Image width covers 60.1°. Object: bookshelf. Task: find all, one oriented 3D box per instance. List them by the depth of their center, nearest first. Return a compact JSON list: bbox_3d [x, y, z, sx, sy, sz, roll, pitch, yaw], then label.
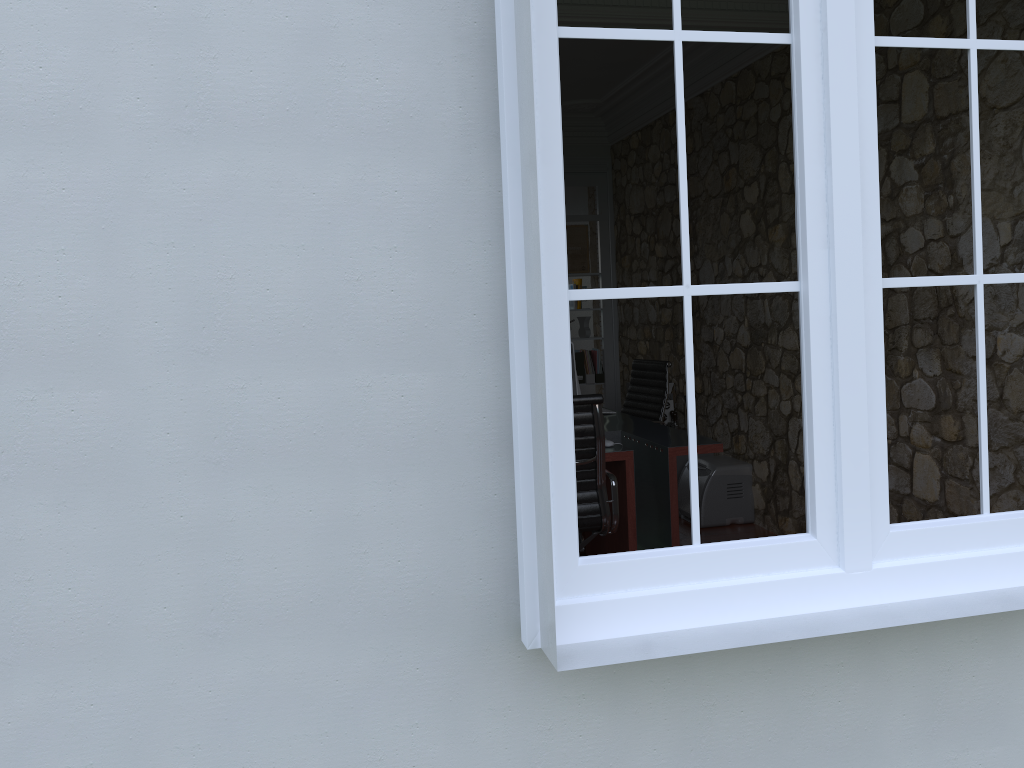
[{"bbox_3d":[1.025,0.569,6.519,0.436,0.459,1.197,-3,4,-12],"label":"bookshelf"}]

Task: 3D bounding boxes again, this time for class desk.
[{"bbox_3d":[0.072,0.582,5.135,1.301,0.726,2.513,-3,5,-12],"label":"desk"}]

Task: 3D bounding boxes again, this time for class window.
[{"bbox_3d":[0.720,-0.496,2.011,1.528,1.982,0.127,-3,2,-13],"label":"window"}]

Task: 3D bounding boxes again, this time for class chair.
[{"bbox_3d":[0.101,0.543,3.858,0.665,1.021,0.700,-3,3,-8],"label":"chair"},{"bbox_3d":[0.675,0.374,5.623,0.699,1.021,0.666,-3,3,-17],"label":"chair"}]

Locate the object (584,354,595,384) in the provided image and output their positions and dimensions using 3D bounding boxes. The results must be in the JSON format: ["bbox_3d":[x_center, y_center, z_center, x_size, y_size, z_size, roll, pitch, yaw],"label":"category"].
[{"bbox_3d":[0.668,-0.151,7.839,0.078,0.277,0.239,-3,3,-6],"label":"object"}]

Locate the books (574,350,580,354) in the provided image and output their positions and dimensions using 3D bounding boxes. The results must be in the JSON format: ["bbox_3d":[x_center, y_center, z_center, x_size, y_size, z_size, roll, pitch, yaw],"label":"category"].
[{"bbox_3d":[0.568,-0.157,7.839,0.039,0.288,0.194,-3,2,-7],"label":"books"}]

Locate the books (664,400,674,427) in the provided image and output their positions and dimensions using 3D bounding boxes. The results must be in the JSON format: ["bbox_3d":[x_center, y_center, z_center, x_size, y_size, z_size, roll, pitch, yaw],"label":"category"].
[{"bbox_3d":[1.051,0.239,6.261,0.197,0.239,0.058,-3,2,-13],"label":"books"}]

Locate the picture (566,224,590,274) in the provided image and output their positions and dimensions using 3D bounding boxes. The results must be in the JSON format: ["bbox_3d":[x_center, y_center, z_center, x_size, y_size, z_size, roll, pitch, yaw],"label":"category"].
[{"bbox_3d":[0.525,-1.186,7.806,0.326,0.434,0.009,-3,2,-13],"label":"picture"}]

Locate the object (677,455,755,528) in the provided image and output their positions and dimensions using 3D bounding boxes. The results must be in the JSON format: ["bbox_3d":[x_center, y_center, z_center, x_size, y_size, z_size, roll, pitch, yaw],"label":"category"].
[{"bbox_3d":[1.274,0.667,5.625,0.363,0.386,0.401,-3,3,-12],"label":"object"}]

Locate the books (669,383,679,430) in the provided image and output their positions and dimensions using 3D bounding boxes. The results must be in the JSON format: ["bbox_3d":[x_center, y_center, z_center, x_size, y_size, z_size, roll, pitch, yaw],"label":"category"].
[{"bbox_3d":[1.052,0.176,6.330,0.272,0.354,0.063,-3,2,-13],"label":"books"}]

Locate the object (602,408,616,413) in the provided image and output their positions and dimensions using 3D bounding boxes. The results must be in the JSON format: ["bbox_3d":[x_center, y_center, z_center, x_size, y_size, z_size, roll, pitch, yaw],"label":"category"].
[{"bbox_3d":[0.525,0.157,5.524,0.118,0.017,0.440,-3,5,-12],"label":"object"}]

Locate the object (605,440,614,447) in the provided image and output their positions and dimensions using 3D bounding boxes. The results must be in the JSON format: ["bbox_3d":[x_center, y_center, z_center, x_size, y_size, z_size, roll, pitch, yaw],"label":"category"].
[{"bbox_3d":[0.426,0.273,4.101,0.059,0.028,0.106,-6,6,-43],"label":"object"}]

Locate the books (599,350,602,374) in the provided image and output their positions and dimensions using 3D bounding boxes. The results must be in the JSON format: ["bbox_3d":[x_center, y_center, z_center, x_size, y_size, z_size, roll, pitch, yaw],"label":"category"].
[{"bbox_3d":[0.773,-0.165,7.894,0.023,0.282,0.194,-3,3,-8],"label":"books"}]

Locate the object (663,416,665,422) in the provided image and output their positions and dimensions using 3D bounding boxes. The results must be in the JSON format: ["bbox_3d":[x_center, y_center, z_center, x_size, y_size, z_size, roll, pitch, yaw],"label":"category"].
[{"bbox_3d":[1.045,0.293,6.131,0.048,0.152,0.088,-3,2,-17],"label":"object"}]

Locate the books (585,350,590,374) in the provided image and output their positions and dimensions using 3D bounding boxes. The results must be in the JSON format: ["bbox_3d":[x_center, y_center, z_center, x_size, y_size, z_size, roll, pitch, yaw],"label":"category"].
[{"bbox_3d":[0.662,-0.161,7.856,0.045,0.286,0.194,-3,2,-6],"label":"books"}]

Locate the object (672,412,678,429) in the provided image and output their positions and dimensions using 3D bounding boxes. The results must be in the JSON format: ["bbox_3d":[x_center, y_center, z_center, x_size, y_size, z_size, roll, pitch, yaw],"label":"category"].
[{"bbox_3d":[1.125,0.281,6.100,0.048,0.175,0.088,-2,2,-1],"label":"object"}]

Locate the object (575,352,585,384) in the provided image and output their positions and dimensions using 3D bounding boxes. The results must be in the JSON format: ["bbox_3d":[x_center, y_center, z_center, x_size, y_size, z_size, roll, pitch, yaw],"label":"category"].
[{"bbox_3d":[0.579,-0.149,7.856,0.078,0.277,0.246,-3,3,-7],"label":"object"}]

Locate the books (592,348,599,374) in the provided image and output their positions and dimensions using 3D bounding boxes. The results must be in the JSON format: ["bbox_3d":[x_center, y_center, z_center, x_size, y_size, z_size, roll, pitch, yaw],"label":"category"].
[{"bbox_3d":[0.745,-0.170,7.897,0.030,0.290,0.180,-3,2,-8],"label":"books"}]

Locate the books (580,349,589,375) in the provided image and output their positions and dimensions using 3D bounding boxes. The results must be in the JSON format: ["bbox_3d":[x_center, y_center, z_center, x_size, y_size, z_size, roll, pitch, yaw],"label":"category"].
[{"bbox_3d":[0.649,-0.166,7.860,0.045,0.282,0.180,-3,2,-6],"label":"books"}]

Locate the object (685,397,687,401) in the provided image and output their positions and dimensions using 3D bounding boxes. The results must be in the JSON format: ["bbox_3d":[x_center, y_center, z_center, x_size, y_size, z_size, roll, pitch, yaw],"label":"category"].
[{"bbox_3d":[1.194,0.233,5.957,0.095,0.288,0.095,-3,2,-17],"label":"object"}]

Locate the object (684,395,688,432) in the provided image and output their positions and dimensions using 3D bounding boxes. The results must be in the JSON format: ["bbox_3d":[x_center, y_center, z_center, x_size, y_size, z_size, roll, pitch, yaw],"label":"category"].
[{"bbox_3d":[1.202,0.224,6.066,0.095,0.288,0.095,-1,2,37],"label":"object"}]

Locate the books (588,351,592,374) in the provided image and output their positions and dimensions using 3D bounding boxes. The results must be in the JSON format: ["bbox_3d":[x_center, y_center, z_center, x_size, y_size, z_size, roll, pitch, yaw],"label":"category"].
[{"bbox_3d":[0.681,-0.156,7.857,0.045,0.286,0.194,-3,2,-6],"label":"books"}]

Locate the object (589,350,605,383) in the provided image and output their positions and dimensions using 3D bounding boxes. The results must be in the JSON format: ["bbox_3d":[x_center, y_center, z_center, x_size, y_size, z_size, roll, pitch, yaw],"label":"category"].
[{"bbox_3d":[0.752,-0.157,7.873,0.078,0.277,0.239,-3,3,-8],"label":"object"}]

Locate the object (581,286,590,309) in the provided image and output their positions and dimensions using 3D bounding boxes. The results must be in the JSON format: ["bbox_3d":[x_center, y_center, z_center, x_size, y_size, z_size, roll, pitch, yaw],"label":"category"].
[{"bbox_3d":[0.636,-0.794,7.884,0.078,0.249,0.115,-3,2,-13],"label":"object"}]

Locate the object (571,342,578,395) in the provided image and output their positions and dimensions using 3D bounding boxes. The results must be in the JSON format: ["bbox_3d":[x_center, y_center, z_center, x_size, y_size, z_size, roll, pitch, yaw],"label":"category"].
[{"bbox_3d":[0.072,0.048,4.253,0.484,0.484,0.190,-3,2,-13],"label":"object"}]

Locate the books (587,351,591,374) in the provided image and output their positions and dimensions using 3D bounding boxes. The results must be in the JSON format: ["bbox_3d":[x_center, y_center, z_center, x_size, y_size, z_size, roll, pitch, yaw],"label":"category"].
[{"bbox_3d":[0.672,-0.158,7.855,0.043,0.280,0.194,-3,3,-6],"label":"books"}]

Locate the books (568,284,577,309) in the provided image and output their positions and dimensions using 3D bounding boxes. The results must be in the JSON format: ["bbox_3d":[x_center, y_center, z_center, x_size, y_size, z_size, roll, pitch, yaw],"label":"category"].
[{"bbox_3d":[0.536,-0.774,7.854,0.026,0.223,0.161,-3,3,-12],"label":"books"}]

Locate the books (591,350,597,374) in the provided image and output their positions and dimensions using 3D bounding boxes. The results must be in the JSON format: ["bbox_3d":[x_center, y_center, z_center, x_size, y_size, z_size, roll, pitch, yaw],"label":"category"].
[{"bbox_3d":[0.728,-0.160,7.886,0.024,0.277,0.194,-3,3,-8],"label":"books"}]

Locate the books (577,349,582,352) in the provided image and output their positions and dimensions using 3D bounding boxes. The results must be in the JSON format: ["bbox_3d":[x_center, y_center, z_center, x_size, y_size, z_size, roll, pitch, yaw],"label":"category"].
[{"bbox_3d":[0.604,-0.158,7.844,0.009,0.288,0.194,-3,2,-7],"label":"books"}]

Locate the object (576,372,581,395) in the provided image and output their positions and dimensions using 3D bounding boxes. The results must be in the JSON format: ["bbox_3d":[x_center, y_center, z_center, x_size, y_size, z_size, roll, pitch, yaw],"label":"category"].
[{"bbox_3d":[0.293,-0.064,5.495,0.190,0.484,0.484,-3,3,-12],"label":"object"}]

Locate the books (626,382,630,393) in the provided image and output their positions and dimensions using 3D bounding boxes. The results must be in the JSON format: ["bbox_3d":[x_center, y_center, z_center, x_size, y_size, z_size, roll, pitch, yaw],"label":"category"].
[{"bbox_3d":[0.989,0.159,6.577,0.259,0.350,0.065,-3,2,-13],"label":"books"}]

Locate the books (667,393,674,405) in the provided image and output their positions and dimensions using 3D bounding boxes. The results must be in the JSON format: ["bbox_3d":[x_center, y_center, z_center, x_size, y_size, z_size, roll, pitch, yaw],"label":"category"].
[{"bbox_3d":[1.044,0.215,6.295,0.222,0.282,0.061,-3,2,-13],"label":"books"}]

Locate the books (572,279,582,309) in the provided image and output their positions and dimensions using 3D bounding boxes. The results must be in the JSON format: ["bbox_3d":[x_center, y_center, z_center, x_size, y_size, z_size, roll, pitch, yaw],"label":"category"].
[{"bbox_3d":[0.575,-0.798,7.861,0.055,0.268,0.192,-3,3,-12],"label":"books"}]

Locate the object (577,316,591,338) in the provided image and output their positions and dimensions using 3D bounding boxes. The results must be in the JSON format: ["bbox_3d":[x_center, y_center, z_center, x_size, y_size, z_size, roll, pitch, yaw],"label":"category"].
[{"bbox_3d":[0.640,-0.502,7.835,0.063,0.188,0.126,-4,3,-40],"label":"object"}]

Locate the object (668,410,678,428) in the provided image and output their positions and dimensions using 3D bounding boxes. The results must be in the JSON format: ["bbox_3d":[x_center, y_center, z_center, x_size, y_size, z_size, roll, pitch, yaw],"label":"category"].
[{"bbox_3d":[1.128,0.272,6.206,0.048,0.175,0.088,-4,3,-38],"label":"object"}]

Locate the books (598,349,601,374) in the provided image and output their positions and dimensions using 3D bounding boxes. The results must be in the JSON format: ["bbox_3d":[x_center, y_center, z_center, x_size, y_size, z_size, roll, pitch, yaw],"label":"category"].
[{"bbox_3d":[0.759,-0.169,7.892,0.013,0.288,0.194,-3,2,-8],"label":"books"}]

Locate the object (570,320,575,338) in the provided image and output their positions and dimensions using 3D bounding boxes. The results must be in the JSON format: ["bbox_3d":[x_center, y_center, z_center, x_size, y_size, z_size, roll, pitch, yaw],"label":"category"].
[{"bbox_3d":[0.461,-0.485,7.767,0.177,0.161,0.093,-2,2,15],"label":"object"}]
